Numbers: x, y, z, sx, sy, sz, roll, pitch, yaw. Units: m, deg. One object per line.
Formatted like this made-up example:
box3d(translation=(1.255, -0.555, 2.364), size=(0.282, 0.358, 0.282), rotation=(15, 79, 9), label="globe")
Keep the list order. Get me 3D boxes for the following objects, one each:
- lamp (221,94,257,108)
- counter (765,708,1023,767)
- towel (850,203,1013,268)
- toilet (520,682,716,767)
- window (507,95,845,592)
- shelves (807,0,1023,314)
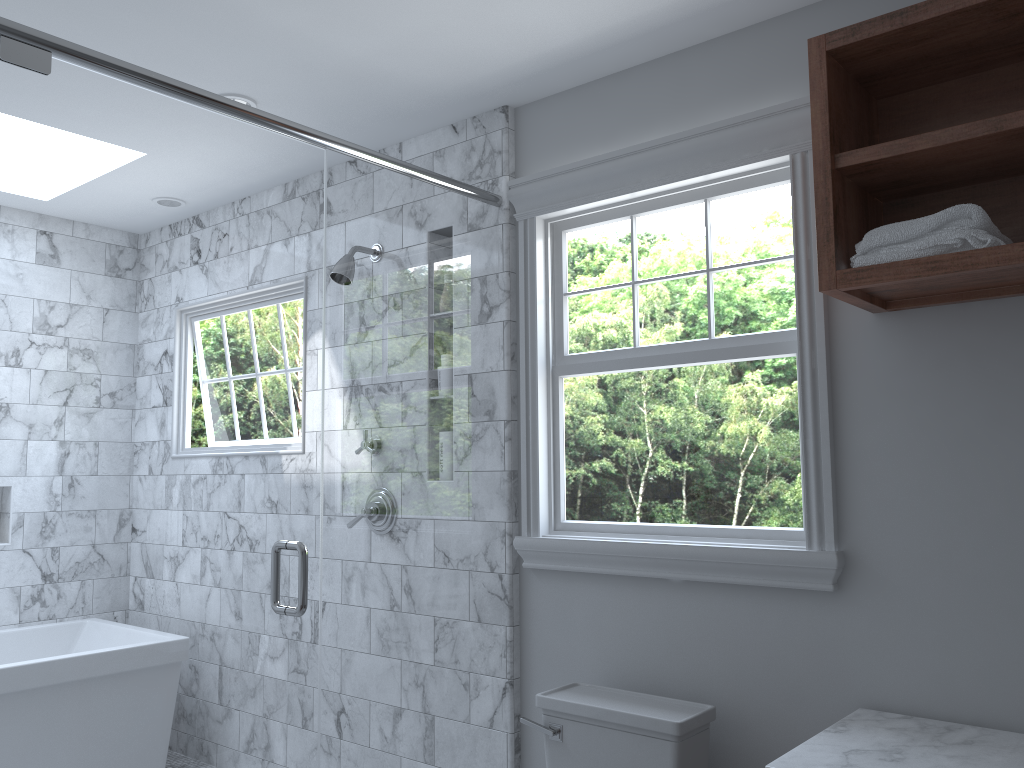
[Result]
box3d(translation=(-1.678, -0.936, 2.892), size=(1.289, 0.050, 1.976), rotation=(-5, -7, 40), label="lamp")
box3d(translation=(0.979, 1.126, 1.605), size=(0.828, 0.810, 0.539), rotation=(-5, -7, 40), label="counter")
box3d(translation=(0.903, -0.286, 1.897), size=(0.305, 0.112, 0.283), rotation=(-5, -8, 40), label="towel")
box3d(translation=(0.111, 1.179, 2.118), size=(0.490, 0.727, 0.722), rotation=(-5, -7, 40), label="toilet")
box3d(translation=(0.436, -0.077, 2.572), size=(1.040, 1.248, 0.149), rotation=(-5, -7, 40), label="window")
box3d(translation=(1.017, -0.490, 1.858), size=(0.647, 0.566, 0.357), rotation=(-5, -7, 40), label="shelves")
